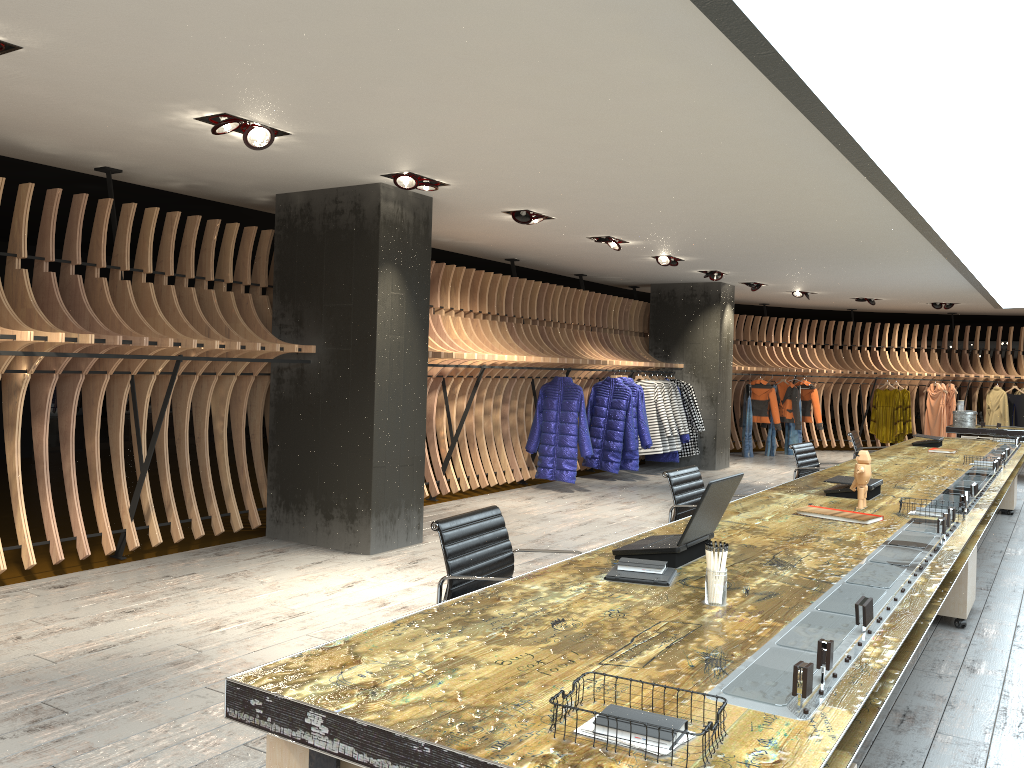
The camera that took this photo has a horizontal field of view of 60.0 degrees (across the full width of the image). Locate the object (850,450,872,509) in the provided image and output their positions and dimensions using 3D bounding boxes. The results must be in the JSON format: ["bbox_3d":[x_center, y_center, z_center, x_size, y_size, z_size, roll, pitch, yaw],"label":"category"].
[{"bbox_3d":[1.827,0.501,4.619,0.097,0.300,0.320,2,1,16],"label":"object"}]

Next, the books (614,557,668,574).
[{"bbox_3d":[0.427,0.611,2.996,0.186,0.027,0.112,2,1,17],"label":"books"}]

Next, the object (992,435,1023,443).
[{"bbox_3d":[5.623,0.630,10.060,0.302,0.074,0.217,2,1,27],"label":"object"}]

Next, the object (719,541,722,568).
[{"bbox_3d":[0.622,0.557,2.649,0.007,0.170,0.030,2,0,9],"label":"object"}]

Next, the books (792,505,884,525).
[{"bbox_3d":[1.581,0.635,4.310,0.366,0.026,0.213,3,1,42],"label":"books"}]

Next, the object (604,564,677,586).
[{"bbox_3d":[0.430,0.631,2.950,0.213,0.019,0.219,2,1,17],"label":"object"}]

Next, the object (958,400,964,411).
[{"bbox_3d":[6.727,0.344,13.100,0.262,0.204,0.088,2,0,31],"label":"object"}]

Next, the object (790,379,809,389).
[{"bbox_3d":[5.113,-0.046,16.028,0.549,0.243,0.023,2,0,9],"label":"object"}]

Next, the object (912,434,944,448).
[{"bbox_3d":[4.273,0.582,9.110,0.261,0.111,0.373,2,1,32],"label":"object"}]

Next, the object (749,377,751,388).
[{"bbox_3d":[4.121,-0.062,15.356,0.023,0.243,0.549,2,1,14],"label":"object"}]

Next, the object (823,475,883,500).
[{"bbox_3d":[1.985,0.601,5.153,0.262,0.088,0.373,2,1,32],"label":"object"}]

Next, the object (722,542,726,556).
[{"bbox_3d":[0.627,0.558,2.641,0.007,0.170,0.030,2,0,35],"label":"object"}]

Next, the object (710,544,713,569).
[{"bbox_3d":[0.589,0.557,2.622,0.007,0.170,0.030,2,0,16],"label":"object"}]

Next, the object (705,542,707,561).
[{"bbox_3d":[0.585,0.557,2.641,0.030,0.170,0.007,2,0,-20],"label":"object"}]

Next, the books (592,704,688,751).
[{"bbox_3d":[0.240,0.640,1.663,0.155,0.025,0.110,2,1,27],"label":"books"}]

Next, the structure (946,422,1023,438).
[{"bbox_3d":[4.088,1.040,4.847,4.837,0.844,18.473,2,1,32],"label":"structure"}]

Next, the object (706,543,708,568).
[{"bbox_3d":[0.585,0.557,2.635,0.030,0.170,0.007,2,0,-35],"label":"object"}]

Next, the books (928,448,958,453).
[{"bbox_3d":[4.094,0.632,8.419,0.213,0.026,0.366,2,1,32],"label":"books"}]

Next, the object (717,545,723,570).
[{"bbox_3d":[0.606,0.558,2.613,0.007,0.170,0.030,2,0,-38],"label":"object"}]

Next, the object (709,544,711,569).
[{"bbox_3d":[0.586,0.557,2.625,0.007,0.170,0.030,2,0,28],"label":"object"}]

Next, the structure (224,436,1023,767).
[{"bbox_3d":[2.648,0.975,6.006,1.162,0.844,10.450,2,1,32],"label":"structure"}]

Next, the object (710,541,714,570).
[{"bbox_3d":[0.603,0.557,2.656,0.007,0.170,0.030,2,0,-45],"label":"object"}]

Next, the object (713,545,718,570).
[{"bbox_3d":[0.596,0.557,2.615,0.007,0.170,0.030,2,0,-11],"label":"object"}]

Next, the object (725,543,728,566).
[{"bbox_3d":[0.627,0.558,2.631,0.030,0.170,0.007,2,0,-28],"label":"object"}]

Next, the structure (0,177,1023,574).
[{"bbox_3d":[2.504,0.200,1.051,14.886,2.440,36.549,2,1,32],"label":"structure"}]

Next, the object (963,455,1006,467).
[{"bbox_3d":[3.832,0.630,7.196,0.302,0.071,0.209,2,1,27],"label":"object"}]

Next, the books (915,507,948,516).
[{"bbox_3d":[2.119,0.642,4.467,0.155,0.025,0.110,2,1,27],"label":"books"}]

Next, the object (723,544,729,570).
[{"bbox_3d":[0.623,0.558,2.622,0.030,0.170,0.007,2,0,-1],"label":"object"}]

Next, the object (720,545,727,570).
[{"bbox_3d":[0.616,0.558,2.615,0.030,0.170,0.007,2,0,26],"label":"object"}]

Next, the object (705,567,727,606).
[{"bbox_3d":[0.606,0.602,2.634,0.061,0.111,0.061,2,0,-24],"label":"object"}]

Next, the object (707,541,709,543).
[{"bbox_3d":[0.594,0.557,2.652,0.030,0.170,0.007,2,0,18],"label":"object"}]

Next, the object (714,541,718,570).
[{"bbox_3d":[0.613,0.557,2.655,0.007,0.170,0.030,2,0,-18],"label":"object"}]

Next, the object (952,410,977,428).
[{"bbox_3d":[6.718,0.522,13.166,0.303,0.239,0.497,2,1,33],"label":"object"}]

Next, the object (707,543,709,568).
[{"bbox_3d":[0.585,0.557,2.631,0.007,0.170,0.030,2,0,43],"label":"object"}]

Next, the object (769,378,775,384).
[{"bbox_3d":[4.608,-0.055,15.716,0.023,0.243,0.549,2,1,29],"label":"object"}]

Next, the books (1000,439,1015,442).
[{"bbox_3d":[5.625,0.640,10.056,0.155,0.025,0.110,2,1,27],"label":"books"}]

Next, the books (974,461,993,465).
[{"bbox_3d":[3.833,0.641,7.191,0.155,0.025,0.110,2,1,27],"label":"books"}]

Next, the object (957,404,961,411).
[{"bbox_3d":[6.593,0.347,13.082,0.062,0.109,0.062,2,0,-2],"label":"object"}]

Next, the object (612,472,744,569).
[{"bbox_3d":[0.614,0.482,3.260,0.365,0.316,0.373,2,1,32],"label":"object"}]

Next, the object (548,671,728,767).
[{"bbox_3d":[0.239,0.630,1.667,0.302,0.074,0.217,2,1,27],"label":"object"}]

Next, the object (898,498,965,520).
[{"bbox_3d":[2.118,0.632,4.471,0.302,0.074,0.217,2,1,27],"label":"object"}]
